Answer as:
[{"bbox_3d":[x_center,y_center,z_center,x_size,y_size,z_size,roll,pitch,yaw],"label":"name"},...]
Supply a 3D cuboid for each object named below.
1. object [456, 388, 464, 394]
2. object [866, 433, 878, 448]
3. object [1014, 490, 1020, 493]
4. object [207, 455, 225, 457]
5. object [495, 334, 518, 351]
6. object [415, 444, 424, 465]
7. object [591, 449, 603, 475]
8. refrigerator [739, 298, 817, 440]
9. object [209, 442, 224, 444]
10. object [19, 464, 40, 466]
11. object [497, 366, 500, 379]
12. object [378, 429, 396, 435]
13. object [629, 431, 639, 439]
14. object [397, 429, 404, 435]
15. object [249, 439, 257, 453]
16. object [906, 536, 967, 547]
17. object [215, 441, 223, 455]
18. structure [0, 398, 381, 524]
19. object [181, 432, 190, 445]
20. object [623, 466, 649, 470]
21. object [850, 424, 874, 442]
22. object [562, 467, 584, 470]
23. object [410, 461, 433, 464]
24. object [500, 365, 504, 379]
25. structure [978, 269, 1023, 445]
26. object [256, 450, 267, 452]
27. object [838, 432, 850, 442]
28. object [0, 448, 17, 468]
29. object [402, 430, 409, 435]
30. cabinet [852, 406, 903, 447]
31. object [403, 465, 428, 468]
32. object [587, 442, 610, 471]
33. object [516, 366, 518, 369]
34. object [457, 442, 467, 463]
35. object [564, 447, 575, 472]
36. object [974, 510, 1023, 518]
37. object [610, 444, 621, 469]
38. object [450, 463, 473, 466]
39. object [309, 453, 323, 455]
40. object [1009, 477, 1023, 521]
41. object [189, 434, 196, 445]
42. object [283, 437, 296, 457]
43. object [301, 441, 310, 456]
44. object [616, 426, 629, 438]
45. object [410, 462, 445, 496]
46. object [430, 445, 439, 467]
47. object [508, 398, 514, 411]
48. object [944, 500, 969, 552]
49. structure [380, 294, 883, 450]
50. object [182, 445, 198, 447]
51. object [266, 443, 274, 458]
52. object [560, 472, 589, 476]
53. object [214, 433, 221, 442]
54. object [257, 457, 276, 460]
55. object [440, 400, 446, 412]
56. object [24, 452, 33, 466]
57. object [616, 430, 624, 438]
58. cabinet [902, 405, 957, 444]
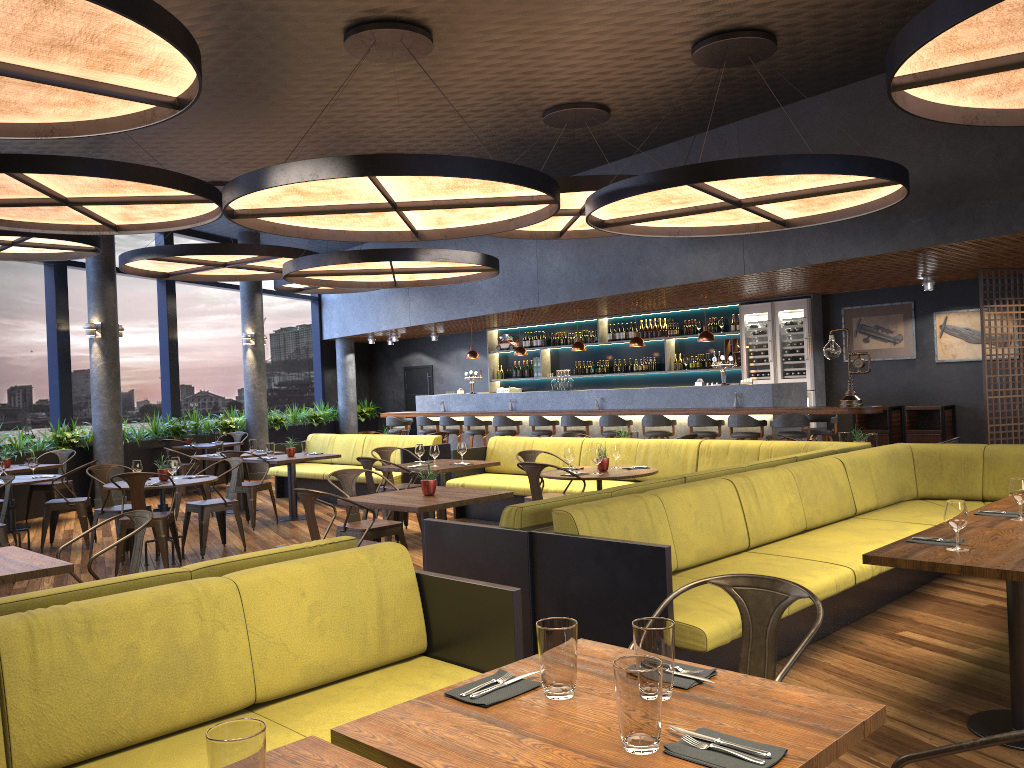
[{"bbox_3d":[-0.834,0.131,17.519,0.200,0.106,0.766,-2,0,45],"label":"object"},{"bbox_3d":[3.310,0.547,8.152,0.102,0.178,0.102,-2,0,30],"label":"object"},{"bbox_3d":[2.465,0.531,4.019,0.238,0.271,0.260,-2,0,-24],"label":"object"},{"bbox_3d":[-3.886,0.932,11.594,0.255,0.019,0.157,-2,0,44],"label":"object"},{"bbox_3d":[-0.086,-0.842,17.906,0.579,0.319,0.229,-2,0,45],"label":"object"},{"bbox_3d":[-0.936,0.715,9.007,0.097,0.206,0.097,-2,0,36],"label":"object"},{"bbox_3d":[0.707,0.644,7.361,0.097,0.206,0.097,-2,0,-7],"label":"object"},{"bbox_3d":[4.154,-0.209,13.687,1.159,2.109,0.454,-2,0,45],"label":"refrigerator"},{"bbox_3d":[-4.919,0.980,14.821,0.255,0.019,0.157,-2,0,20],"label":"object"},{"bbox_3d":[-6.136,1.025,11.312,0.255,0.019,0.157,-2,0,20],"label":"object"},{"bbox_3d":[-0.276,-0.235,18.131,0.079,0.281,0.079,-2,0,-27],"label":"object"},{"bbox_3d":[-1.811,0.721,12.779,0.238,0.271,0.260,-2,0,-40],"label":"object"},{"bbox_3d":[1.386,0.630,10.045,0.102,0.178,0.102,-2,0,30],"label":"object"},{"bbox_3d":[-1.663,0.762,13.214,0.102,0.178,0.102,-2,0,-10],"label":"object"},{"bbox_3d":[-3.475,0.836,11.896,0.102,0.178,0.102,-2,0,20],"label":"object"},{"bbox_3d":[1.875,0.684,3.881,0.255,0.019,0.157,-2,0,45],"label":"object"},{"bbox_3d":[-3.879,0.852,11.768,0.102,0.178,0.102,-2,0,20],"label":"object"},{"bbox_3d":[-5.858,1.085,13.979,0.808,1.413,17.112,-2,0,19],"label":"structure"},{"bbox_3d":[-5.377,0.872,14.620,0.260,0.271,0.238,-2,0,-44],"label":"object"},{"bbox_3d":[1.056,0.724,7.685,0.255,0.019,0.157,-2,0,-13],"label":"object"},{"bbox_3d":[3.228,0.505,8.275,0.260,0.271,0.238,-2,0,-44],"label":"object"},{"bbox_3d":[0.532,0.746,7.854,0.157,0.019,0.255,-2,0,-39],"label":"object"},{"bbox_3d":[-0.920,0.808,9.181,0.255,0.019,0.157,-2,0,45],"label":"object"},{"bbox_3d":[-0.210,-0.238,18.069,0.079,0.281,0.079,-2,0,-42],"label":"object"},{"bbox_3d":[6.385,-0.074,10.969,1.319,2.700,0.050,-2,0,-15],"label":"structure"},{"bbox_3d":[-3.397,0.912,12.045,0.255,0.019,0.157,-2,0,44],"label":"object"},{"bbox_3d":[3.190,0.553,8.509,0.102,0.178,0.102,-2,0,30],"label":"object"},{"bbox_3d":[-6.285,0.905,11.037,0.260,0.271,0.238,-2,0,-29],"label":"object"},{"bbox_3d":[-1.536,0.756,12.809,0.102,0.178,0.102,-2,0,30],"label":"object"},{"bbox_3d":[5.220,0.825,12.631,0.553,1.007,0.473,-2,0,45],"label":"cabinet"},{"bbox_3d":[-0.930,0.808,8.725,0.157,0.019,0.255,-2,0,45],"label":"object"},{"bbox_3d":[0.775,0.606,7.579,0.238,0.271,0.260,-2,0,-24],"label":"object"},{"bbox_3d":[0.077,-0.282,17.804,0.094,0.340,0.094,-2,0,-10],"label":"object"},{"bbox_3d":[-0.504,0.697,8.963,0.097,0.206,0.097,-2,0,36],"label":"object"},{"bbox_3d":[0.497,0.653,7.683,0.097,0.206,0.097,-2,0,-21],"label":"object"},{"bbox_3d":[2.512,0.659,4.529,0.255,0.019,0.157,-2,0,45],"label":"object"},{"bbox_3d":[0.911,0.636,7.787,0.097,0.206,0.097,-2,0,-4],"label":"object"},{"bbox_3d":[-0.512,0.791,8.789,0.255,0.019,0.157,-2,0,45],"label":"object"},{"bbox_3d":[-2.477,0.873,11.139,0.255,0.019,0.157,-2,0,44],"label":"object"},{"bbox_3d":[2.496,0.565,4.355,0.097,0.206,0.097,-2,0,0],"label":"object"},{"bbox_3d":[-5.180,0.910,14.378,0.102,0.178,0.102,-2,0,26],"label":"object"},{"bbox_3d":[-2.714,0.756,10.909,0.238,0.271,0.260,-2,0,-7],"label":"object"},{"bbox_3d":[-2.555,0.796,10.991,0.102,0.178,0.102,-2,0,10],"label":"object"},{"bbox_3d":[1.296,0.588,10.193,0.238,0.271,0.260,-2,0,-24],"label":"object"},{"bbox_3d":[-0.611,0.662,6.369,0.260,0.271,0.238,-2,0,-10],"label":"object"},{"bbox_3d":[-0.760,0.707,8.714,0.097,0.206,0.097,-2,0,45],"label":"object"},{"bbox_3d":[-0.012,0.345,14.925,0.114,0.203,0.069,-2,0,5],"label":"object"},{"bbox_3d":[1.859,0.591,3.707,0.097,0.206,0.097,-2,0,0],"label":"object"},{"bbox_3d":[1.764,0.124,14.443,9.298,2.700,2.700,-2,0,45],"label":"structure"},{"bbox_3d":[-5.185,0.990,14.212,0.255,0.019,0.157,-2,0,20],"label":"object"},{"bbox_3d":[-2.959,0.813,10.863,0.102,0.178,0.102,-2,0,-40],"label":"object"},{"bbox_3d":[0.538,0.745,7.379,0.255,0.019,0.157,-2,0,-43],"label":"object"},{"bbox_3d":[-4.861,0.897,14.658,0.102,0.178,0.102,-2,0,36],"label":"object"},{"bbox_3d":[-2.965,0.892,10.689,0.255,0.019,0.157,-2,0,44],"label":"object"},{"bbox_3d":[-1.258,0.398,16.134,0.114,0.203,0.069,-2,0,2],"label":"object"},{"bbox_3d":[-6.078,0.943,11.149,0.102,0.178,0.102,-2,0,36],"label":"object"},{"bbox_3d":[1.273,0.636,10.416,0.102,0.178,0.102,-2,0,-10],"label":"object"},{"bbox_3d":[5.715,0.803,12.143,0.553,1.007,0.473,-2,0,45],"label":"cabinet"}]
